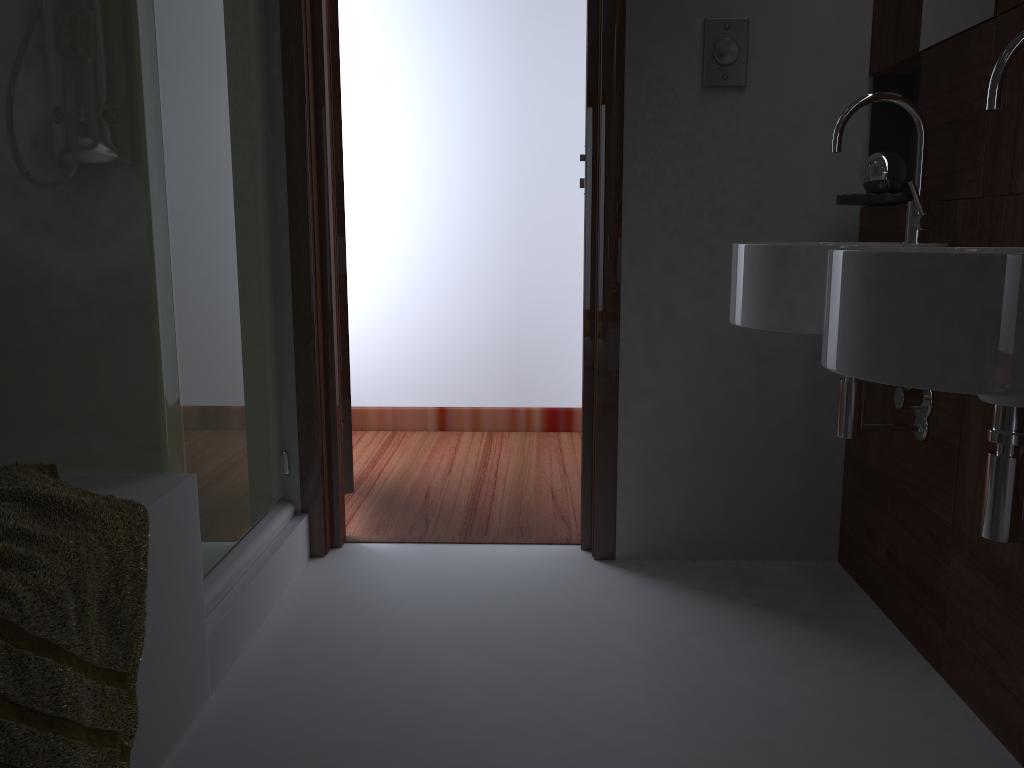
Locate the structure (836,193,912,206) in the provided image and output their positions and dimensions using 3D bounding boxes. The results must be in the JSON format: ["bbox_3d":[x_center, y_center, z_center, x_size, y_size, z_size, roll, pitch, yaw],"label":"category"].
[{"bbox_3d":[0.886,-0.437,2.103,0.220,0.023,0.222,-8,12,-38],"label":"structure"}]

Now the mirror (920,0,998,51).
[{"bbox_3d":[0.873,-0.999,1.692,0.010,0.635,0.316,0,10,2],"label":"mirror"}]

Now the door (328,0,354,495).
[{"bbox_3d":[-0.598,-0.607,2.765,0.095,1.780,0.708,-4,10,-22],"label":"door"}]

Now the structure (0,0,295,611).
[{"bbox_3d":[-1.109,-0.472,1.939,1.015,2.079,0.765,0,10,2],"label":"structure"}]

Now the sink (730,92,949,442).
[{"bbox_3d":[0.668,-0.232,1.833,0.417,0.715,0.415,0,10,2],"label":"sink"}]

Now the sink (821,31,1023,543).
[{"bbox_3d":[0.648,-0.125,1.210,0.417,0.715,0.415,0,10,2],"label":"sink"}]

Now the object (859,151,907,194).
[{"bbox_3d":[0.854,-0.390,1.474,0.104,0.104,1.350,0,10,2],"label":"object"}]

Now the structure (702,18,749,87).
[{"bbox_3d":[0.530,-0.823,2.201,0.109,0.164,0.028,0,10,2],"label":"structure"}]

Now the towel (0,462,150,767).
[{"bbox_3d":[-0.718,0.414,1.127,0.349,0.452,0.890,-1,10,-4],"label":"towel"}]
